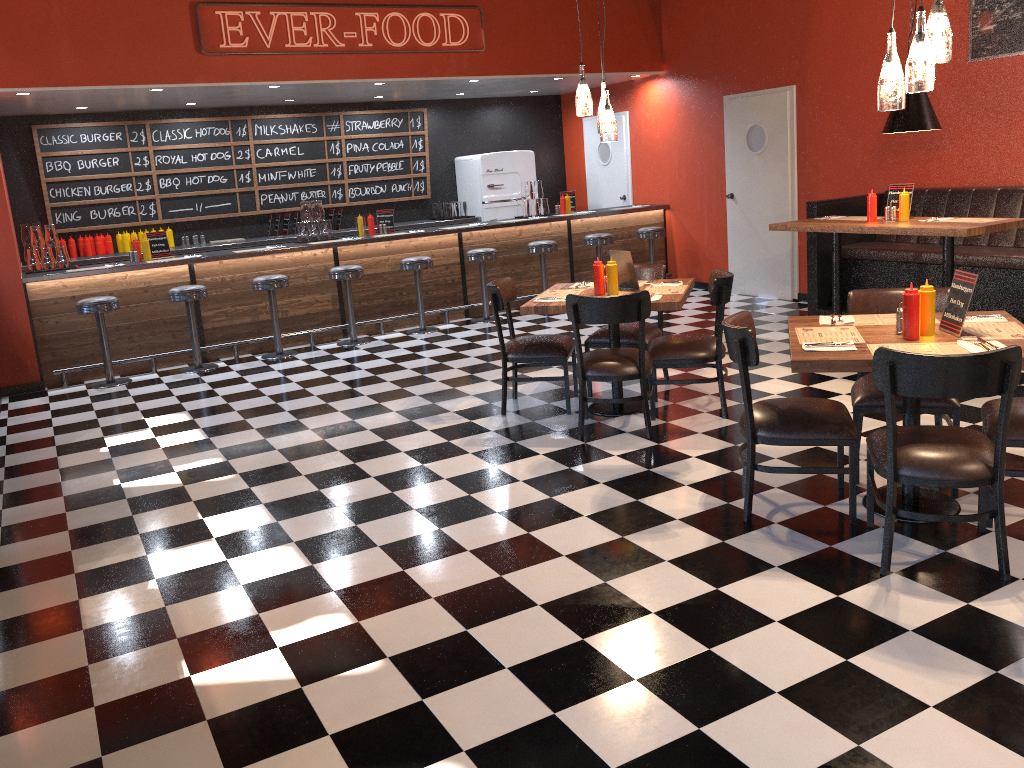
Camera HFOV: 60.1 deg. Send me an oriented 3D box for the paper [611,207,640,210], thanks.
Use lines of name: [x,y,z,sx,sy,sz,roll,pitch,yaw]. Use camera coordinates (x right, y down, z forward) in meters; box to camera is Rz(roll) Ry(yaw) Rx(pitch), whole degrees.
paper: [1.387,-2.144,10.800,0.366,0.001,0.263,-9,14,-17]

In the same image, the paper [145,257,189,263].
paper: [-3.243,-1.167,8.335,0.366,0.001,0.262,-11,15,-26]

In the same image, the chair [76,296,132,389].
chair: [-3.582,-0.377,7.778,0.348,0.768,0.351,-1,12,17]

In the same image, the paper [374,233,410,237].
paper: [-1.279,-1.579,9.372,0.366,0.001,0.262,-11,15,-26]

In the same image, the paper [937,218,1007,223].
paper: [3.147,-1.118,6.051,0.262,0.001,0.367,-11,15,-25]

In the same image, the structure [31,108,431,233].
structure: [-3.087,-2.603,10.577,4.558,1.137,0.201,-12,13,-27]

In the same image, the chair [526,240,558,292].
chair: [0.357,-1.201,9.850,0.349,0.768,0.350,-11,13,-27]

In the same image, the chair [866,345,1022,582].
chair: [1.614,0.244,3.363,0.486,0.860,0.549,-1,13,17]

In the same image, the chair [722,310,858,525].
chair: [1.231,0.128,3.960,0.544,0.860,0.491,-2,12,14]

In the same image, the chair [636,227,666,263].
chair: [1.670,-1.476,10.541,0.348,0.768,0.351,-1,12,17]

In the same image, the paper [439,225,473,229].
paper: [-0.594,-1.721,9.727,0.367,0.001,0.262,-13,16,-31]

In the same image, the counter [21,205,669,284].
counter: [-1.309,-1.591,9.536,7.064,0.050,0.679,-12,15,-27]

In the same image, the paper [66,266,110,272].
paper: [-3.827,-1.041,8.012,0.366,0.001,0.262,-11,15,-26]

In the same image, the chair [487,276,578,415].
chair: [0.135,-0.271,5.944,0.544,0.860,0.491,-2,12,12]

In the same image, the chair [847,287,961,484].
chair: [1.890,-0.008,4.300,0.486,0.860,0.549,0,13,20]

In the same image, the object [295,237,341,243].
object: [-2.054,-1.515,9.330,0.438,0.018,0.274,-12,15,-27]

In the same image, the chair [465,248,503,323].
chair: [-0.299,-1.063,9.505,0.348,0.768,0.351,-1,12,17]

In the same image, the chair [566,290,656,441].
chair: [0.603,-0.144,5.272,0.486,0.860,0.549,-2,12,11]

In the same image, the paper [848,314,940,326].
paper: [1.768,-0.302,4.116,0.365,0.001,0.263,-1,14,15]

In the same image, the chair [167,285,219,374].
chair: [-2.926,-0.514,8.123,0.348,0.768,0.351,0,13,22]

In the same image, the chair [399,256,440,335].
chair: [-0.956,-0.926,9.159,0.348,0.768,0.351,-1,12,17]

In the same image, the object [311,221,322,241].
object: [-2.047,-1.596,9.251,0.105,0.207,0.106,-1,12,17]

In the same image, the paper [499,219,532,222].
paper: [0.030,-1.862,10.094,0.366,0.001,0.262,-11,15,-26]

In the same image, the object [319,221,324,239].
object: [-2.002,-1.635,9.397,0.105,0.207,0.106,-1,12,17]

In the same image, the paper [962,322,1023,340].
paper: [2.008,-0.225,3.724,0.261,0.001,0.369,0,14,18]

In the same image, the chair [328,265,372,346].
chair: [-1.613,-0.789,8.814,0.348,0.768,0.351,-2,12,12]

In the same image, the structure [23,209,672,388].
structure: [-1.118,-1.009,9.375,7.064,1.030,0.217,-12,13,-27]

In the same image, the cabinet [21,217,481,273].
cabinet: [-2.833,-1.259,10.657,5.303,0.990,0.679,-12,14,-27]

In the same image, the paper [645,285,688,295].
paper: [0.956,-0.589,5.551,0.261,0.001,0.369,0,14,17]

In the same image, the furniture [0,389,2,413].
furniture: [-5.019,-0.231,6.863,1.715,1.144,0.710,-11,14,-27]

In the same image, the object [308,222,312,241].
object: [-2.106,-1.614,9.342,0.105,0.207,0.106,-1,12,17]

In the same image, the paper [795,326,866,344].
paper: [1.389,-0.216,3.890,0.261,0.001,0.369,-1,14,15]

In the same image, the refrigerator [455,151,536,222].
refrigerator: [-0.153,-2.189,11.895,0.805,1.788,0.854,-11,13,-27]

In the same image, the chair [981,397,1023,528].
chair: [2.245,0.123,3.648,0.545,0.860,0.490,1,13,26]

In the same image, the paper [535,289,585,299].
paper: [0.314,-0.584,5.740,0.261,0.001,0.369,0,14,17]

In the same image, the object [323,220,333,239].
object: [-1.936,-1.617,9.301,0.105,0.207,0.106,-1,12,17]

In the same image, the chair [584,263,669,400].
chair: [0.813,-0.385,6.186,0.487,0.860,0.549,2,14,28]

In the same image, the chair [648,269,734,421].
chair: [1.125,-0.257,5.562,0.544,0.860,0.491,-2,12,12]

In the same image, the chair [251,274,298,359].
chair: [-2.269,-0.651,8.468,0.348,0.768,0.351,0,13,22]

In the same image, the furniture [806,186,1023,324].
furniture: [5.130,-0.367,4.117,1.108,1.139,8.808,-11,15,-27]

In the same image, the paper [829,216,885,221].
paper: [2.693,-1.287,6.887,0.262,0.001,0.367,-11,15,-25]

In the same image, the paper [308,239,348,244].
paper: [-1.884,-1.455,9.060,0.366,0.001,0.262,-11,15,-26]

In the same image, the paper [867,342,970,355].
paper: [1.604,-0.133,3.482,0.365,0.001,0.263,-1,14,15]

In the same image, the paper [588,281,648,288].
paper: [0.715,-0.670,5.959,0.365,0.001,0.263,0,15,19]

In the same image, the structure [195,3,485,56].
structure: [-1.571,-3.450,8.636,2.885,0.435,0.122,-12,14,-27]

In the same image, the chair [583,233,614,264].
chair: [1.014,-1.338,10.196,0.349,0.768,0.350,-10,13,-22]

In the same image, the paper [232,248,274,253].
paper: [-2.549,-1.319,8.725,0.366,0.001,0.262,-11,15,-26]

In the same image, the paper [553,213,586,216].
paper: [0.687,-1.997,10.431,0.366,0.001,0.262,-12,15,-26]
